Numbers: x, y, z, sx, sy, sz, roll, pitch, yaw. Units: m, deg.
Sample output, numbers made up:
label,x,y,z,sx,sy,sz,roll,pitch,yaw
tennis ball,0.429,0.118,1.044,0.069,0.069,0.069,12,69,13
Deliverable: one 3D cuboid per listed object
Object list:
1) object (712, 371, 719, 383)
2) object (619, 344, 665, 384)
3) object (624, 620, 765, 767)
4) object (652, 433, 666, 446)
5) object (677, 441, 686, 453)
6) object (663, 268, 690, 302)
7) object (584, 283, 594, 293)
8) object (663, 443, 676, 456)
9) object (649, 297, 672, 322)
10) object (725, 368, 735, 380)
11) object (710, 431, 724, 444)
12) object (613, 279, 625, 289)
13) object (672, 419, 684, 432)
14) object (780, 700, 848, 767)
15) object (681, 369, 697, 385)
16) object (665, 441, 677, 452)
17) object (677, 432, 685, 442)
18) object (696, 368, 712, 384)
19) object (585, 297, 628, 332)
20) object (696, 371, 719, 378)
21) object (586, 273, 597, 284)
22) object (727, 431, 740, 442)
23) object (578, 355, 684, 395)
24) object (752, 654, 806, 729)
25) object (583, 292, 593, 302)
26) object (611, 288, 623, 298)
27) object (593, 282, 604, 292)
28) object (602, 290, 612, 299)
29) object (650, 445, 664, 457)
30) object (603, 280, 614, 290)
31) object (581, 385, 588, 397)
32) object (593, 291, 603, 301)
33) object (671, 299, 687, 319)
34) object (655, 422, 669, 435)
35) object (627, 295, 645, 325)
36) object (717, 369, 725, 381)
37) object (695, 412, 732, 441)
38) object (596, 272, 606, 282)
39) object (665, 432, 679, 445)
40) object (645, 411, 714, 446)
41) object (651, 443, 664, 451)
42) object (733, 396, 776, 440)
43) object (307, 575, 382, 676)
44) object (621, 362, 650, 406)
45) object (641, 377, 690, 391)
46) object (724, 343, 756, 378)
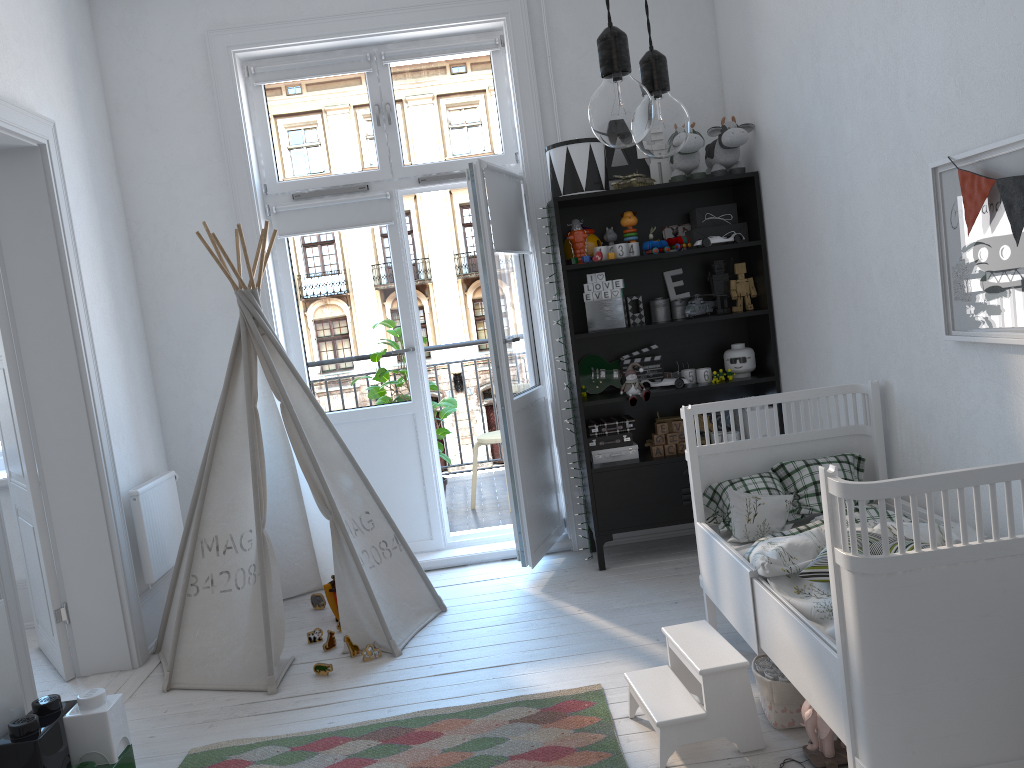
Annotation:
label,x,y,z,sx,sy,sz,roll,pitch,yaw
object,0.919,-0.031,4.009,0.042,0.054,0.031,-12,7,-42
object,0.616,-0.080,4.201,0.201,0.199,0.048,-8,5,-2
object,0.488,0.845,2.456,0.288,0.246,0.332,-8,5,-7
object,0.676,0.254,4.087,0.050,0.050,0.050,-8,5,-2
object,0.790,0.290,4.075,0.050,0.050,0.050,-5,6,28
object,0.783,-0.471,4.218,0.107,0.151,0.055,-8,5,-2
object,0.345,-0.431,3.983,0.040,0.040,0.040,-7,5,8
object,0.724,0.299,4.073,0.050,0.050,0.050,-7,5,3
object,0.699,-0.352,4.182,0.095,0.111,0.095,-7,5,3
object,0.990,-0.043,4.034,0.042,0.054,0.031,-3,7,43
object,0.955,0.257,4.101,0.067,0.067,0.067,-6,5,12
object,0.476,-0.446,3.953,0.040,0.040,0.040,-5,6,23
object,0.766,0.192,4.080,0.050,0.050,0.050,-6,5,18
object,0.762,0.877,2.230,0.254,0.152,0.125,-8,5,-3
object,0.819,-0.033,4.104,0.067,0.067,0.067,-6,5,12
object,0.736,0.293,4.127,0.050,0.050,0.050,-8,5,-2
object,0.785,0.238,4.098,0.050,0.050,0.050,-8,5,-2
object,0.880,-0.037,4.060,0.067,0.067,0.067,-6,5,12
object,0.428,-0.315,4.016,0.170,0.138,0.123,-6,5,13
object,0.919,-0.040,4.219,0.163,0.034,0.069,-8,5,-2
object,0.356,-0.473,3.975,0.040,0.040,0.040,-7,5,3
object,1.006,0.255,4.048,0.067,0.067,0.067,-6,5,12
object,0.578,-0.045,4.229,0.542,0.239,0.093,-8,5,-1
object,0.793,0.852,2.500,0.215,0.148,0.240,-7,5,5
object,0.345,-0.391,3.988,0.040,0.040,0.040,-6,5,13
object,0.470,-0.405,3.959,0.040,0.040,0.040,-5,6,28
object,0.389,-0.436,3.973,0.040,0.040,0.040,-6,5,18
object,0.425,-0.400,3.969,0.040,0.040,0.040,-6,5,13
object,0.666,0.307,4.071,0.050,0.050,0.050,-8,5,-2
object,0.433,-0.441,3.963,0.040,0.040,0.040,-5,6,28
object,0.334,0.034,4.148,0.042,0.054,0.031,-7,5,8
object,0.384,-0.396,3.987,0.040,0.040,0.040,-7,5,3
object,0.802,-0.350,4.103,0.078,0.091,0.246,-8,5,-7
object,0.687,0.203,4.075,0.050,0.050,0.050,-8,5,-2
object,0.588,-0.352,4.211,0.070,0.135,0.028,-8,5,-2
object,0.959,-0.041,4.063,0.042,0.054,0.031,-8,5,-2
object,0.945,0.212,4.299,0.347,0.120,0.034,-8,5,-2
object,0.397,-0.477,3.966,0.040,0.040,0.040,-7,5,8
object,0.733,0.248,4.069,0.050,0.050,0.050,-8,5,-2
object,0.795,0.212,4.203,0.337,0.186,0.111,-6,5,13
object,0.678,0.300,4.126,0.050,0.050,0.050,-8,5,-2
object,1.129,0.165,4.127,0.132,0.199,0.267,-8,5,-2
object,-0.657,0.875,3.617,0.385,0.284,0.856,-8,5,-10
object,0.545,0.000,3.938,0.110,0.186,0.129,-9,5,-15
object,0.698,-0.003,4.062,0.230,0.048,0.098,-5,5,23
object,1.056,-0.107,4.113,0.139,0.162,0.139,-10,6,-27
